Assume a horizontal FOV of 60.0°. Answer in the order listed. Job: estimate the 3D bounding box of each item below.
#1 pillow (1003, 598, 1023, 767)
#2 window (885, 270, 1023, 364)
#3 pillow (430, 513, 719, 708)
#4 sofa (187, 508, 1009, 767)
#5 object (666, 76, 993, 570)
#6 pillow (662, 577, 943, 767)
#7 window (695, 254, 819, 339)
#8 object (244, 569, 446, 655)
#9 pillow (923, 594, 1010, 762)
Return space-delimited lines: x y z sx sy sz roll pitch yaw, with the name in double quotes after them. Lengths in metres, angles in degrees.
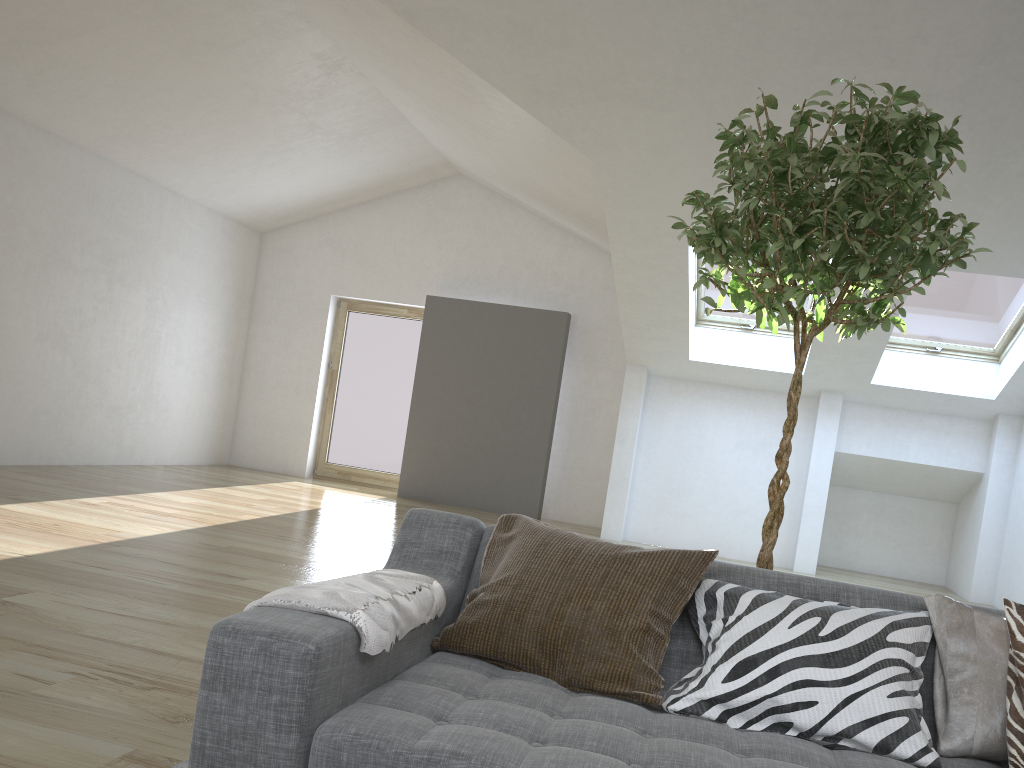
1.207 0.629 1.654 0.565 0.341 0.277 8 0 16 "pillow"
3.634 -0.605 7.179 1.495 0.729 1.873 8 -2 14 "window"
0.130 0.503 2.041 0.582 0.338 0.306 8 -1 22 "pillow"
0.792 0.795 1.731 2.503 0.684 1.008 8 -2 12 "sofa"
0.767 0.154 2.502 0.823 2.021 0.790 8 1 -8 "object"
0.622 0.602 1.898 0.569 0.284 0.352 8 -1 13 "pillow"
2.067 -0.826 7.489 1.495 0.729 1.873 8 -2 14 "window"
-0.367 0.598 1.839 0.362 0.419 0.475 8 -1 17 "object"
1.180 0.659 1.834 0.652 0.319 0.258 8 0 12 "pillow"
